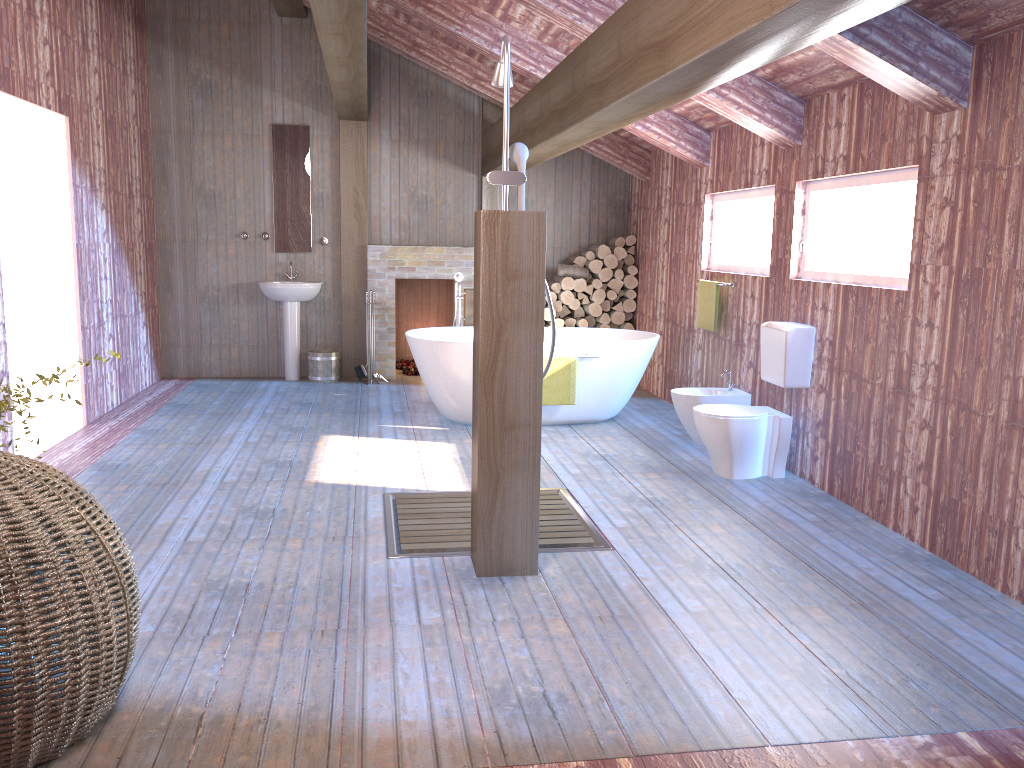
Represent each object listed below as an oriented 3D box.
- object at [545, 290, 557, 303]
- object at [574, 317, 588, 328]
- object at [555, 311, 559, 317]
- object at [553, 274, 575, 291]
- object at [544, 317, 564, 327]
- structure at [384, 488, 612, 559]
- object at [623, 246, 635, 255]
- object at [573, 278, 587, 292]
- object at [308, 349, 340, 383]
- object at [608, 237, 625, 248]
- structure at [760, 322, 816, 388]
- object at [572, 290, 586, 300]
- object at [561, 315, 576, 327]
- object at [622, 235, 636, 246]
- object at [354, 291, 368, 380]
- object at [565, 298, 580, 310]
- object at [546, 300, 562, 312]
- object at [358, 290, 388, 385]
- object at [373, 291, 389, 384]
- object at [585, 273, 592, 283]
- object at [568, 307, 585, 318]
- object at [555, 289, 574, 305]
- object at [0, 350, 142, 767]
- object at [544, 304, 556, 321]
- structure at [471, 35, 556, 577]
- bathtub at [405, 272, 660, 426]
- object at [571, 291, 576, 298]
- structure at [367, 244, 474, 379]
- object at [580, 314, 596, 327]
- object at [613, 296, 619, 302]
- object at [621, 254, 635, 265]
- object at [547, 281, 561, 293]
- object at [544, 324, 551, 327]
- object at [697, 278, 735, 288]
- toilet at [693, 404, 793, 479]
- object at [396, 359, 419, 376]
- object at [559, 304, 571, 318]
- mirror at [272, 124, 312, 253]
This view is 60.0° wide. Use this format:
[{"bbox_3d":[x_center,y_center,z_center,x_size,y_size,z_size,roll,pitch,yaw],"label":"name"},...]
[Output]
[{"bbox_3d":[0.360,-0.867,8.751,0.115,0.123,0.291,0,9,-8],"label":"object"},{"bbox_3d":[0.653,-0.621,8.843,0.098,0.100,0.437,-1,9,-11],"label":"object"},{"bbox_3d":[0.418,-0.701,8.804,0.064,0.068,0.174,0,9,-10],"label":"object"},{"bbox_3d":[0.510,-1.005,8.763,0.135,0.145,0.439,0,9,-8],"label":"object"},{"bbox_3d":[0.408,-0.610,8.823,0.139,0.148,0.458,0,9,-8],"label":"object"},{"bbox_3d":[-0.121,0.692,4.395,1.000,0.067,1.000,0,9,-9],"label":"structure"},{"bbox_3d":[1.145,-1.341,8.860,0.081,0.100,0.281,0,9,-9],"label":"object"},{"bbox_3d":[0.623,-0.993,8.783,0.138,0.147,0.440,0,9,-8],"label":"object"},{"bbox_3d":[-1.810,-0.173,8.539,0.309,0.290,0.308,1,9,1],"label":"object"},{"bbox_3d":[1.040,-1.399,8.817,0.104,0.121,0.270,0,9,-8],"label":"object"},{"bbox_3d":[1.628,-0.179,5.283,0.182,0.363,0.358,0,9,-8],"label":"structure"},{"bbox_3d":[0.664,-0.883,8.803,0.088,0.092,0.280,0,9,-8],"label":"object"},{"bbox_3d":[0.551,-0.618,8.832,0.114,0.120,0.303,0,9,-8],"label":"object"},{"bbox_3d":[1.145,-1.423,8.831,0.112,0.113,0.271,0,9,-9],"label":"object"},{"bbox_3d":[-1.433,-0.458,8.421,0.136,0.846,0.062,-4,10,-27],"label":"object"},{"bbox_3d":[0.591,-0.806,8.800,0.115,0.123,0.291,0,9,-8],"label":"object"},{"bbox_3d":[0.413,-0.782,8.790,0.111,0.113,0.301,0,9,-10],"label":"object"},{"bbox_3d":[-1.371,-0.457,8.484,0.276,0.888,0.333,7,11,32],"label":"object"},{"bbox_3d":[-1.287,-0.445,8.434,0.206,0.871,0.126,7,11,33],"label":"object"},{"bbox_3d":[0.711,-1.085,8.879,0.121,0.124,0.291,0,9,-8],"label":"object"},{"bbox_3d":[0.645,-0.732,8.927,0.104,0.127,0.321,0,9,-8],"label":"object"},{"bbox_3d":[0.496,-0.869,8.777,0.141,0.143,0.437,-1,9,-11],"label":"object"},{"bbox_3d":[-1.536,0.437,2.392,0.972,1.073,0.970,-4,10,-28],"label":"object"},{"bbox_3d":[0.325,-0.715,8.777,0.138,0.147,0.440,0,9,-8],"label":"object"},{"bbox_3d":[0.004,-0.321,3.692,0.328,2.209,0.522,3,9,11],"label":"structure"},{"bbox_3d":[0.150,-0.278,6.880,1.935,1.109,1.460,3,9,13],"label":"bathtub"},{"bbox_3d":[0.592,-0.889,8.775,0.057,0.061,0.156,0,9,-10],"label":"object"},{"bbox_3d":[-0.860,-0.698,8.772,1.130,1.330,0.226,0,9,-9],"label":"structure"},{"bbox_3d":[0.748,-0.647,8.957,0.116,0.118,0.289,-1,9,-11],"label":"object"},{"bbox_3d":[1.015,-0.857,8.853,0.067,0.069,0.177,0,9,-9],"label":"object"},{"bbox_3d":[1.137,-1.244,8.859,0.107,0.115,0.269,0,9,-8],"label":"object"},{"bbox_3d":[0.413,-0.959,8.759,0.106,0.112,0.282,0,9,-8],"label":"object"},{"bbox_3d":[0.284,-0.518,8.828,0.155,0.174,0.483,-1,9,-11],"label":"object"},{"bbox_3d":[1.489,-0.747,6.546,0.091,0.043,0.581,0,9,-8],"label":"object"},{"bbox_3d":[1.344,0.349,5.331,0.534,0.400,0.375,0,9,-8],"label":"toilet"},{"bbox_3d":[-0.874,-0.192,9.516,0.829,0.085,0.935,-3,10,-26],"label":"object"},{"bbox_3d":[0.498,-0.745,8.899,0.128,0.150,0.323,0,9,-9],"label":"object"},{"bbox_3d":[-2.098,-1.855,8.458,0.350,1.199,0.009,0,9,-9],"label":"mirror"}]
